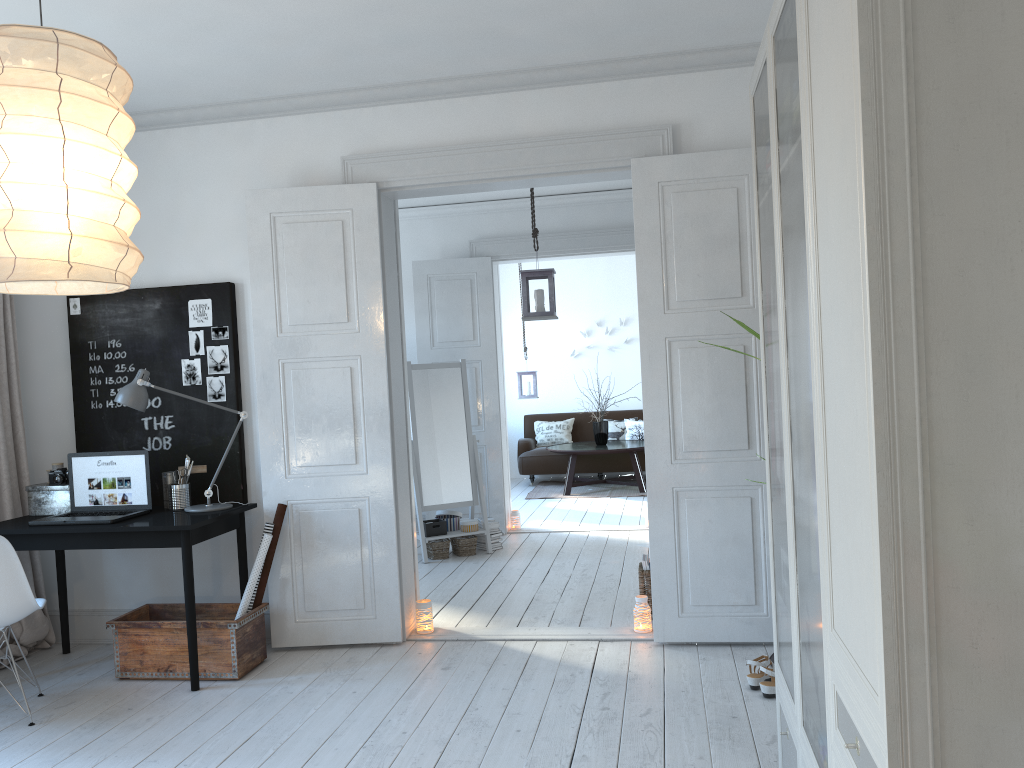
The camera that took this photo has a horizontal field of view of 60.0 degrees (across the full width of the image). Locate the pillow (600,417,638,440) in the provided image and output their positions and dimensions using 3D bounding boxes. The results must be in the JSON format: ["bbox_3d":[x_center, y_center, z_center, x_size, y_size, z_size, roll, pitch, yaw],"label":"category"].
[{"bbox_3d":[1.316,0.594,10.911,0.473,0.348,0.158,-3,1,8],"label":"pillow"}]

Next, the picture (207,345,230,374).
[{"bbox_3d":[-1.539,-0.130,4.643,0.121,0.153,0.002,-3,2,10],"label":"picture"}]

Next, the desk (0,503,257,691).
[{"bbox_3d":[-1.917,1.026,4.350,1.159,0.759,0.650,-3,1,10],"label":"desk"}]

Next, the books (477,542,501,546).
[{"bbox_3d":[-0.186,1.246,6.941,0.128,0.016,0.181,-3,1,-35],"label":"books"}]

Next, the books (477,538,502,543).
[{"bbox_3d":[-0.187,1.218,6.939,0.132,0.017,0.187,-4,1,-43],"label":"books"}]

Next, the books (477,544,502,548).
[{"bbox_3d":[-0.185,1.263,6.944,0.128,0.016,0.177,-3,1,-39],"label":"books"}]

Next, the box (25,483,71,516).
[{"bbox_3d":[-2.323,0.589,4.578,0.317,0.152,0.193,-3,1,10],"label":"box"}]

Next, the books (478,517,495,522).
[{"bbox_3d":[-0.201,1.062,6.947,0.111,0.014,0.156,-3,1,-11],"label":"books"}]

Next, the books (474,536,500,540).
[{"bbox_3d":[-0.196,1.198,6.944,0.167,0.022,0.128,-2,1,44],"label":"books"}]

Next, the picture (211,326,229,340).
[{"bbox_3d":[-1.527,-0.269,4.637,0.095,0.071,0.001,-3,2,10],"label":"picture"}]

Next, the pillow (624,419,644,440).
[{"bbox_3d":[1.591,0.571,10.787,0.471,0.309,0.188,-3,1,10],"label":"pillow"}]

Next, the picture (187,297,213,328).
[{"bbox_3d":[-1.634,-0.377,4.650,0.147,0.154,0.004,-3,2,10],"label":"picture"}]

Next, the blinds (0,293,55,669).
[{"bbox_3d":[-2.701,0.119,4.386,0.225,2.648,0.830,-3,2,10],"label":"blinds"}]

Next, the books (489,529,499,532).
[{"bbox_3d":[-0.191,1.137,6.941,0.128,0.016,0.177,-3,1,-24],"label":"books"}]

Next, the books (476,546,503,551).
[{"bbox_3d":[-0.179,1.279,6.946,0.128,0.016,0.178,-4,1,-42],"label":"books"}]

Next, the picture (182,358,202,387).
[{"bbox_3d":[-1.688,-0.062,4.670,0.107,0.150,0.001,-3,2,10],"label":"picture"}]

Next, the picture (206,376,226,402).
[{"bbox_3d":[-1.552,0.024,4.651,0.103,0.136,0.001,-3,2,10],"label":"picture"}]

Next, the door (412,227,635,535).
[{"bbox_3d":[0.538,-0.005,7.525,2.599,2.506,0.577,-3,2,10],"label":"door"}]

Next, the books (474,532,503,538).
[{"bbox_3d":[-0.186,1.174,6.934,0.193,0.022,0.128,-2,1,42],"label":"books"}]

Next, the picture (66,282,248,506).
[{"bbox_3d":[-1.904,0.075,4.744,0.953,1.173,0.064,-3,2,10],"label":"picture"}]

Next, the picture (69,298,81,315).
[{"bbox_3d":[-2.352,-0.418,4.772,0.061,0.088,0.004,-3,2,6],"label":"picture"}]

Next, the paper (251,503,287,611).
[{"bbox_3d":[-1.236,0.977,4.394,0.297,0.747,0.048,-4,2,-35],"label":"paper"}]

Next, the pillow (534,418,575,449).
[{"bbox_3d":[0.528,0.621,11.086,0.519,0.367,0.239,-3,1,9],"label":"pillow"}]

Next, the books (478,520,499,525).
[{"bbox_3d":[-0.193,1.078,6.934,0.132,0.017,0.187,-3,1,-17],"label":"books"}]

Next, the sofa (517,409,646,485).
[{"bbox_3d":[1.176,0.757,10.872,2.165,0.825,0.968,-3,1,10],"label":"sofa"}]

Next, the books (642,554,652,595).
[{"bbox_3d":[0.821,1.093,4.853,0.201,0.300,0.179,-3,1,10],"label":"books"}]

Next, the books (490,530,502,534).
[{"bbox_3d":[-0.186,1.154,6.942,0.128,0.016,0.178,-3,1,-37],"label":"books"}]

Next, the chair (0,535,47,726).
[{"bbox_3d":[-2.242,1.015,3.756,0.474,0.824,0.554,-4,1,-25],"label":"chair"}]

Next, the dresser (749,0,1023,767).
[{"bbox_3d":[0.937,0.183,1.918,0.631,2.164,1.431,-3,1,10],"label":"dresser"}]

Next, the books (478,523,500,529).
[{"bbox_3d":[-0.187,1.099,6.930,0.128,0.026,0.200,-3,1,-19],"label":"books"}]

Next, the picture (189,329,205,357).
[{"bbox_3d":[-1.658,-0.216,4.661,0.083,0.146,0.002,-3,2,10],"label":"picture"}]

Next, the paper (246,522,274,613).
[{"bbox_3d":[-1.272,1.022,4.330,0.266,0.669,0.043,-4,2,-35],"label":"paper"}]

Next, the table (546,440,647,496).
[{"bbox_3d":[1.046,0.944,10.100,1.300,0.503,1.299,-3,1,0],"label":"table"}]

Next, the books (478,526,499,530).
[{"bbox_3d":[-0.193,1.120,6.938,0.128,0.016,0.180,-3,1,-19],"label":"books"}]

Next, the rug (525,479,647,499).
[{"bbox_3d":[1.063,1.168,10.132,1.710,0.055,1.455,-3,1,10],"label":"rug"}]

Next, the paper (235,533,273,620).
[{"bbox_3d":[-1.281,1.040,4.272,0.283,0.627,0.041,-3,2,-12],"label":"paper"}]

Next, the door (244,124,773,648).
[{"bbox_3d":[0.032,0.050,4.554,2.599,2.506,0.577,-3,2,10],"label":"door"}]
